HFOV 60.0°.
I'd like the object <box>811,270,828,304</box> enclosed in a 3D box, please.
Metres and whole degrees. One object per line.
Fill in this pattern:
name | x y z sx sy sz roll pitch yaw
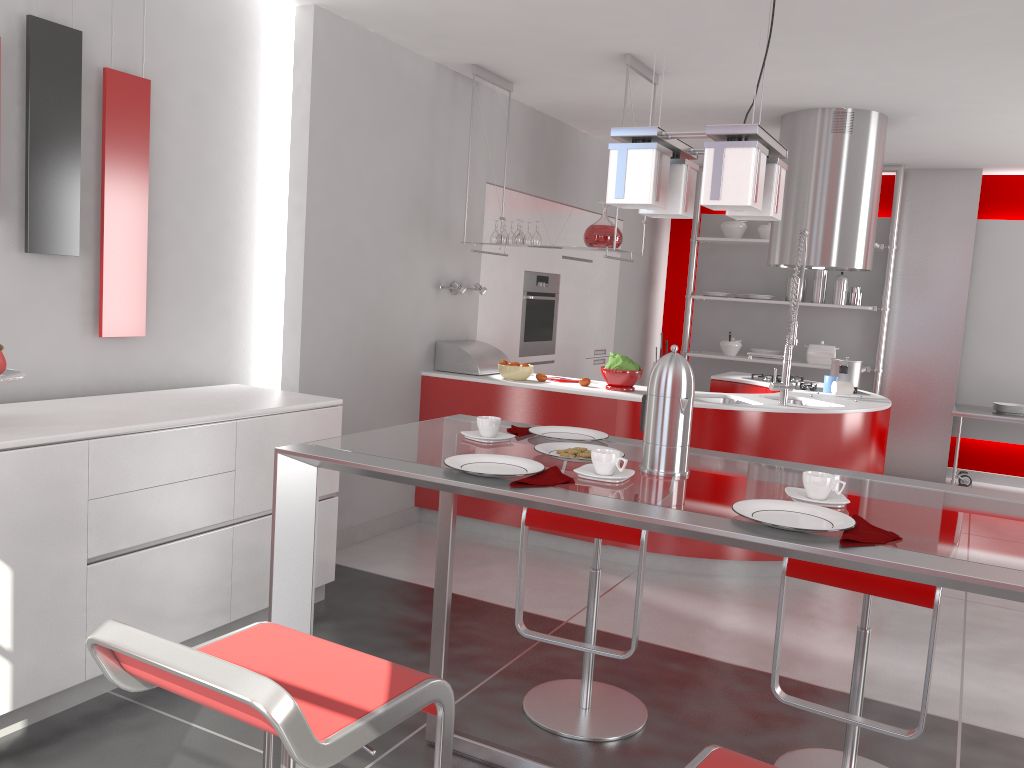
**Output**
object | 2.595 -0.842 7.471 0.109 0.329 0.110 7 7 25

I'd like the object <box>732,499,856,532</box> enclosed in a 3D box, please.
object | 0.509 0.243 1.610 0.217 0.015 0.217 -1 8 -38

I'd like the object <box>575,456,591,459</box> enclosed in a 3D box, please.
object | 0.169 0.172 2.076 0.034 0.006 0.036 8 7 31

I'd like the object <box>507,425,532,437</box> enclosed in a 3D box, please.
object | 0.032 0.124 2.441 0.095 0.012 0.234 7 7 27

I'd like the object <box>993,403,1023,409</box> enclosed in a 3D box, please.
object | 3.846 0.178 6.843 0.228 0.020 0.228 5 6 9

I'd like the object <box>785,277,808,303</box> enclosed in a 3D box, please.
object | 2.433 -0.806 7.608 0.184 0.205 0.172 8 7 32

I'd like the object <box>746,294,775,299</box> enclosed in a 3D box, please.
object | 2.148 -0.749 7.685 0.244 0.042 0.244 5 6 12

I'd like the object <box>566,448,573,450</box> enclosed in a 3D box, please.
object | 0.151 0.162 2.159 0.036 0.006 0.034 7 7 27

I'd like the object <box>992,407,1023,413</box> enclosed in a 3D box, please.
object | 3.844 0.208 6.846 0.228 0.020 0.228 5 6 9

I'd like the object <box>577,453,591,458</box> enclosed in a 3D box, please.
object | 0.173 0.166 2.078 0.034 0.006 0.036 9 8 39

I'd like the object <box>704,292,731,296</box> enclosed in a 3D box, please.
object | 1.818 -0.791 7.872 0.244 0.042 0.244 5 6 12

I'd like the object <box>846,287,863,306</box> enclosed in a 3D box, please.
object | 2.890 -0.738 7.480 0.127 0.157 0.127 8 8 37

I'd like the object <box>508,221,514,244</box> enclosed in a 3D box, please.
object | -0.002 -0.865 5.115 0.060 0.141 0.060 7 7 27

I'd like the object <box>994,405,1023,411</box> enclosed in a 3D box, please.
object | 3.846 0.188 6.844 0.228 0.020 0.228 5 6 9

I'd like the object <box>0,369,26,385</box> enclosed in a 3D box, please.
object | -1.640 0.046 2.576 0.398 0.159 0.398 2 6 -13

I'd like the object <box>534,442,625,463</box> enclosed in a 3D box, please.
object | 0.160 0.166 2.111 0.217 0.015 0.217 1 7 -25

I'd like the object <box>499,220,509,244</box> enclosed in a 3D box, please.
object | -0.043 -0.857 5.020 0.060 0.141 0.060 4 6 4

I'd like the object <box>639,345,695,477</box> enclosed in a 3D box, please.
object | 0.338 0.053 1.995 0.149 0.287 0.113 8 7 35

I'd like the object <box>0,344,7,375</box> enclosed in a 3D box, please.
object | -1.558 -0.077 2.616 0.097 0.133 0.117 6 6 17

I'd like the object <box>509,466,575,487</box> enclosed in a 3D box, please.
object | 0.083 0.194 1.820 0.095 0.012 0.234 7 7 26

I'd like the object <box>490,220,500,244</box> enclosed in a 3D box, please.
object | -0.093 -0.869 5.101 0.060 0.141 0.060 7 7 27

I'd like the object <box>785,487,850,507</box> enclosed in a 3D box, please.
object | 0.616 0.231 1.795 0.119 0.016 0.119 5 6 7

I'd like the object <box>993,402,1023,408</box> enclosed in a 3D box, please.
object | 3.847 0.168 6.842 0.228 0.020 0.228 5 6 9

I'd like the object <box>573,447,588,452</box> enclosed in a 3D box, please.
object | 0.165 0.158 2.146 0.034 0.006 0.036 5 6 16

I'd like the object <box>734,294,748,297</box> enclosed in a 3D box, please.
object | 2.108 -0.783 7.971 0.244 0.042 0.244 6 6 19

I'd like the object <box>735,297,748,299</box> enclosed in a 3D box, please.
object | 2.107 -0.769 7.973 0.280 0.015 0.280 1 7 -26

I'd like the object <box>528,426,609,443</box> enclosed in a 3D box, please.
object | 0.151 0.137 2.372 0.217 0.015 0.217 1 7 -26

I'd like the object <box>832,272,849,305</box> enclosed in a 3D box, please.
object | 2.725 -0.793 7.351 0.115 0.274 0.115 6 7 20

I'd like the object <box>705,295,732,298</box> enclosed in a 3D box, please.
object | 1.817 -0.778 7.873 0.280 0.015 0.280 1 7 -26

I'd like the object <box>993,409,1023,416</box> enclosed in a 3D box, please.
object | 3.844 0.218 6.847 0.228 0.020 0.228 5 6 9

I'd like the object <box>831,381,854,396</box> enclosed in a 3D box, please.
object | 1.907 0.024 5.135 0.100 0.080 0.109 3 6 -3

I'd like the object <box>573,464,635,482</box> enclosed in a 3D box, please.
object | 0.197 0.192 1.896 0.119 0.016 0.119 7 7 25

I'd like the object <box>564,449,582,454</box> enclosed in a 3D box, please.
object | 0.146 0.161 2.108 0.034 0.006 0.036 1 7 -25

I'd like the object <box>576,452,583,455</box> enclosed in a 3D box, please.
object | 0.169 0.167 2.119 0.034 0.006 0.036 -2 9 -45

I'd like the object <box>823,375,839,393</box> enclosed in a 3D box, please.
object | 1.886 0.000 5.261 0.080 0.100 0.109 4 6 0

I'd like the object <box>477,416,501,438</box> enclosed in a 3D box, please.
object | -0.067 0.110 2.273 0.078 0.049 0.062 7 7 27

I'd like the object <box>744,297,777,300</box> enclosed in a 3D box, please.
object | 2.147 -0.736 7.687 0.280 0.015 0.280 0 7 -33

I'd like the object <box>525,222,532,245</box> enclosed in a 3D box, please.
object | 0.095 -0.856 5.092 0.060 0.141 0.060 7 7 27

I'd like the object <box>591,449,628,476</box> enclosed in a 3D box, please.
object | 0.202 0.169 1.886 0.062 0.049 0.078 1 7 -22

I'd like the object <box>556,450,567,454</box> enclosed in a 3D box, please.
object | 0.126 0.163 2.131 0.036 0.006 0.034 5 6 11

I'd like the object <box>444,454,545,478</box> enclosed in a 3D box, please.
object | -0.038 0.177 1.886 0.217 0.015 0.217 4 6 3

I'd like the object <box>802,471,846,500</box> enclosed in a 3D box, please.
object | 0.623 0.208 1.786 0.062 0.049 0.078 -1 8 -40

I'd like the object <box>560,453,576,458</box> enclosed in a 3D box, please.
object | 0.132 0.168 2.090 0.036 0.006 0.034 4 6 6

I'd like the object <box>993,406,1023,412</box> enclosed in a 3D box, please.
object | 3.845 0.198 6.845 0.228 0.020 0.228 5 6 9

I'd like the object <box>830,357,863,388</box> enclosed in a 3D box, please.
object | 2.092 -0.078 5.558 0.189 0.185 0.218 3 6 -10

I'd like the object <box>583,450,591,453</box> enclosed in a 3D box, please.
object | 0.192 0.163 2.114 0.034 0.006 0.036 -1 8 -39

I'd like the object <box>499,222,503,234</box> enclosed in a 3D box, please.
object | -0.062 -0.876 5.181 0.060 0.141 0.060 7 7 27

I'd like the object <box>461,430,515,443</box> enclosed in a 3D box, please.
object | -0.062 0.135 2.272 0.119 0.016 0.119 -2 8 -43
